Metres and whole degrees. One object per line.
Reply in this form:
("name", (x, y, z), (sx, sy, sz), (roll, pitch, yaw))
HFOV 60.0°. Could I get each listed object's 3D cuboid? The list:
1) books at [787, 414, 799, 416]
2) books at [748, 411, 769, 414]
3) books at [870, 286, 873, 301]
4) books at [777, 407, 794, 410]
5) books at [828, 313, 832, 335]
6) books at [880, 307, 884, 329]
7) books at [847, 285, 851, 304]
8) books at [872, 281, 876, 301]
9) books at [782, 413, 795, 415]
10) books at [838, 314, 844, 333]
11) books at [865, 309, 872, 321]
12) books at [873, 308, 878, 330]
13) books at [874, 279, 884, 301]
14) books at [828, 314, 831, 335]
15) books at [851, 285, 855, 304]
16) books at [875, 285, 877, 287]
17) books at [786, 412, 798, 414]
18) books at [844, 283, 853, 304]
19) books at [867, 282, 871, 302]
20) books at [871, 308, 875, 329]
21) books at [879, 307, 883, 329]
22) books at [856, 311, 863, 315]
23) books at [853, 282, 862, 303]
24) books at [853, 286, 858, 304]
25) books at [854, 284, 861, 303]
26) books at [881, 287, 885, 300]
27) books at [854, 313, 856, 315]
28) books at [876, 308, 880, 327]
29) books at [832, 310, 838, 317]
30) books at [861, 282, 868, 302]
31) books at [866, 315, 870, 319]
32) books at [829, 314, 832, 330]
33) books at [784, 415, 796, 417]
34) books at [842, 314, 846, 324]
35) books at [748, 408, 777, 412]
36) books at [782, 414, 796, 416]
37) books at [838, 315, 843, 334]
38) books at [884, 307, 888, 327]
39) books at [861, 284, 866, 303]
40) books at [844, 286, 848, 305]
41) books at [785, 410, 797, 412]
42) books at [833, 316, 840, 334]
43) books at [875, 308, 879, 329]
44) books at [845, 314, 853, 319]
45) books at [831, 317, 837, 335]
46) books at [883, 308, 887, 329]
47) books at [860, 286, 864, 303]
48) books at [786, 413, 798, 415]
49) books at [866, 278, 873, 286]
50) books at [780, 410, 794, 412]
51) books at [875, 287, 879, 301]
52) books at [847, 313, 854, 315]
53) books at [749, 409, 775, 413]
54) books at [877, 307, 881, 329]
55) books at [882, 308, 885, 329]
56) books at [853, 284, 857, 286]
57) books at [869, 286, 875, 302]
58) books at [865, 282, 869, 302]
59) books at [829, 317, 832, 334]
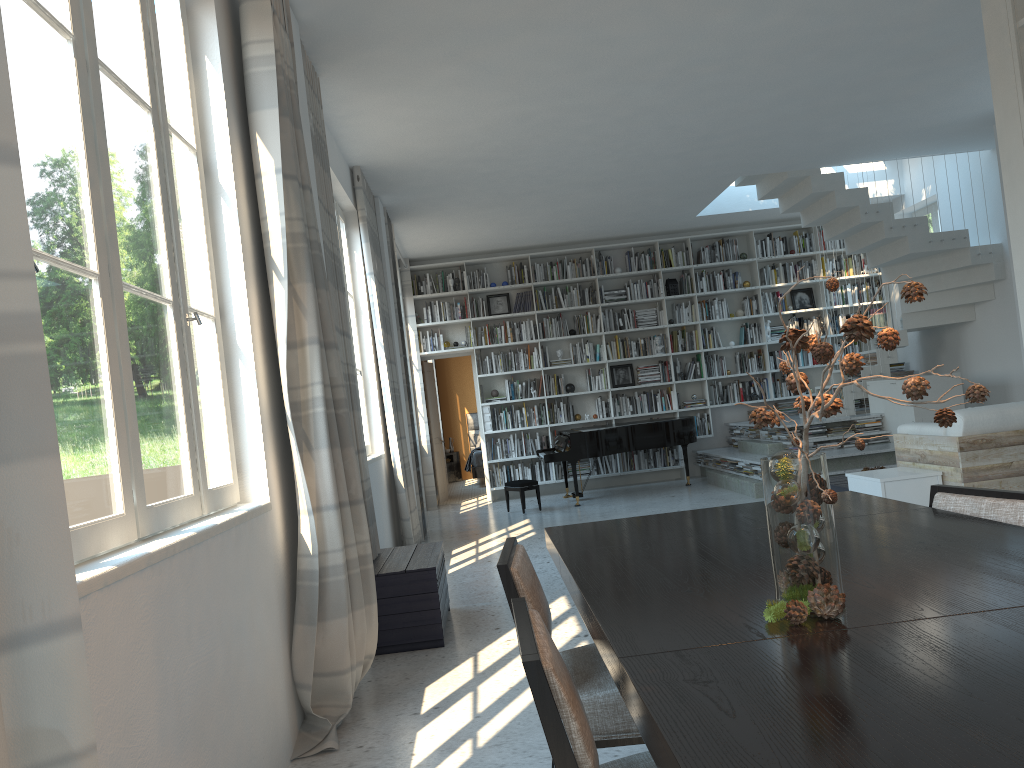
("books", (3.641, 0.415, 11.709), (0.285, 0.007, 0.159), (-7, -2, -2))
("books", (3.303, 0.370, 11.684), (0.345, 0.007, 0.193), (-6, -2, -7))
("books", (4.729, -1.176, 11.761), (0.025, 0.211, 0.188), (-7, -1, -2))
("books", (3.632, 0.319, 11.711), (0.285, 0.007, 0.159), (-7, -2, -2))
("books", (4.182, -0.783, 11.750), (0.010, 0.293, 0.164), (-7, -1, -2))
("books", (4.872, -0.863, 11.759), (0.018, 0.293, 0.169), (-7, -1, -2))
("books", (4.426, -1.167, 11.751), (0.022, 0.262, 0.172), (-7, -1, -2))
("books", (4.780, -1.217, 11.780), (0.013, 0.283, 0.149), (-7, -1, -2))
("books", (3.639, 0.394, 11.707), (0.254, 0.007, 0.161), (-7, -2, -1))
("books", (4.345, -0.788, 11.749), (0.022, 0.265, 0.157), (-7, -1, -2))
("books", (4.721, -0.843, 11.758), (0.072, 0.291, 0.169), (-7, -1, -2))
("books", (4.783, -0.853, 11.747), (0.018, 0.293, 0.169), (-7, -1, -2))
("books", (4.855, -1.231, 11.771), (0.042, 0.292, 0.186), (-7, -1, -2))
("books", (4.166, -0.774, 11.734), (0.025, 0.277, 0.160), (-7, -1, -2))
("books", (4.500, -1.171, 11.773), (0.012, 0.254, 0.161), (-7, -1, -2))
("books", (4.830, -1.196, 11.800), (0.024, 0.230, 0.131), (-7, -1, -2))
("books", (3.638, 0.387, 11.700), (0.285, 0.007, 0.159), (-6, -2, -6))
("books", (4.450, -1.180, 11.757), (0.030, 0.283, 0.166), (-7, -1, -2))
("books", (4.699, -1.201, 11.762), (0.028, 0.268, 0.173), (-7, -1, -2))
("books", (4.758, -0.850, 11.760), (0.033, 0.294, 0.169), (-7, -1, -2))
("books", (4.854, -0.861, 11.763), (0.018, 0.293, 0.169), (-7, -1, -2))
("books", (4.624, -0.826, 11.764), (0.026, 0.277, 0.170), (-7, -1, -2))
("books", (4.593, -1.200, 11.783), (0.024, 0.291, 0.132), (-7, -1, -2))
("books", (4.530, -1.170, 11.754), (0.045, 0.245, 0.177), (-7, -1, -2))
("books", (4.562, -1.180, 11.762), (0.023, 0.258, 0.184), (-7, -1, -2))
("books", (4.891, -1.198, 11.773), (0.021, 0.219, 0.184), (-7, -1, -2))
("books", (4.543, -0.805, 11.767), (0.012, 0.254, 0.161), (-7, -1, -2))
("books", (4.818, -0.857, 11.762), (0.018, 0.293, 0.169), (-7, -1, -2))
("books", (4.299, -0.811, 11.755), (0.012, 0.322, 0.141), (-7, -1, -2))
("books", (4.665, -1.204, 11.766), (0.012, 0.283, 0.151), (-7, -1, -2))
("books", (4.685, -0.800, 11.754), (0.088, 0.217, 0.167), (-7, -1, -2))
("books", (4.202, -0.778, 11.760), (0.010, 0.279, 0.147), (-7, -1, -2))
("books", (3.642, 0.421, 11.702), (0.254, 0.007, 0.161), (-7, -2, 1))
("books", (4.384, -0.791, 11.738), (0.056, 0.261, 0.176), (-7, -1, -2))
("books", (3.300, 0.340, 11.694), (0.345, 0.007, 0.193), (-7, -2, 0))
("books", (3.641, 0.408, 11.700), (0.254, 0.007, 0.161), (-7, -2, 2))
("books", (4.323, -0.776, 11.736), (0.026, 0.245, 0.180), (-7, -1, -2))
("books", (4.926, -0.869, 11.766), (0.018, 0.293, 0.169), (-7, -1, -2))
("books", (4.648, -1.187, 11.774), (0.025, 0.252, 0.160), (-7, -1, -2))
("books", (4.403, -1.163, 11.753), (0.024, 0.259, 0.156), (-7, -1, -2))
("books", (3.637, 0.359, 11.701), (0.254, 0.007, 0.161), (-6, -2, -6))
("books", (4.287, -0.770, 11.736), (0.022, 0.243, 0.170), (-7, -1, -2))
("books", (4.800, -0.855, 11.761), (0.018, 0.293, 0.169), (-7, -1, -2))
("books", (4.475, -0.794, 11.747), (0.022, 0.247, 0.181), (-7, -1, -2))
("books", (4.242, -0.761, 11.761), (0.066, 0.236, 0.144), (-7, -1, -2))
("books", (4.909, -0.868, 11.755), (0.018, 0.293, 0.169), (-7, -1, -2))
("books", (4.622, -1.176, 11.784), (0.028, 0.237, 0.146), (-7, -1, -2))
("books", (3.640, 0.401, 11.709), (0.254, 0.007, 0.161), (-7, -2, -2))
("books", (4.765, -1.239, 11.788), (0.013, 0.330, 0.140), (-7, -1, -2))
("books", (3.636, 0.353, 11.700), (0.285, 0.007, 0.159), (-6, -2, -6))
("books", (4.807, -1.177, 11.763), (0.029, 0.195, 0.192), (-7, -1, -2))
("books", (4.499, -0.803, 11.758), (0.029, 0.259, 0.171), (-7, -1, -2))
("books", (3.301, 0.355, 11.693), (0.308, 0.008, 0.195), (-7, -2, 0))
("books", (4.836, -0.859, 11.758), (0.018, 0.293, 0.169), (-7, -1, -2))
("books", (4.890, -0.865, 11.765), (0.018, 0.293, 0.169), (-7, -1, -2))
("books", (4.577, -1.189, 11.786), (0.010, 0.273, 0.130), (-7, -1, -2))
("books", (4.753, -1.183, 11.771), (0.025, 0.220, 0.177), (-7, -1, -2))
("books", (4.678, -1.203, 11.764), (0.013, 0.277, 0.188), (-7, -1, -2))
("books", (4.195, -0.757, 11.750), (0.010, 0.238, 0.147), (-7, -1, -2))
